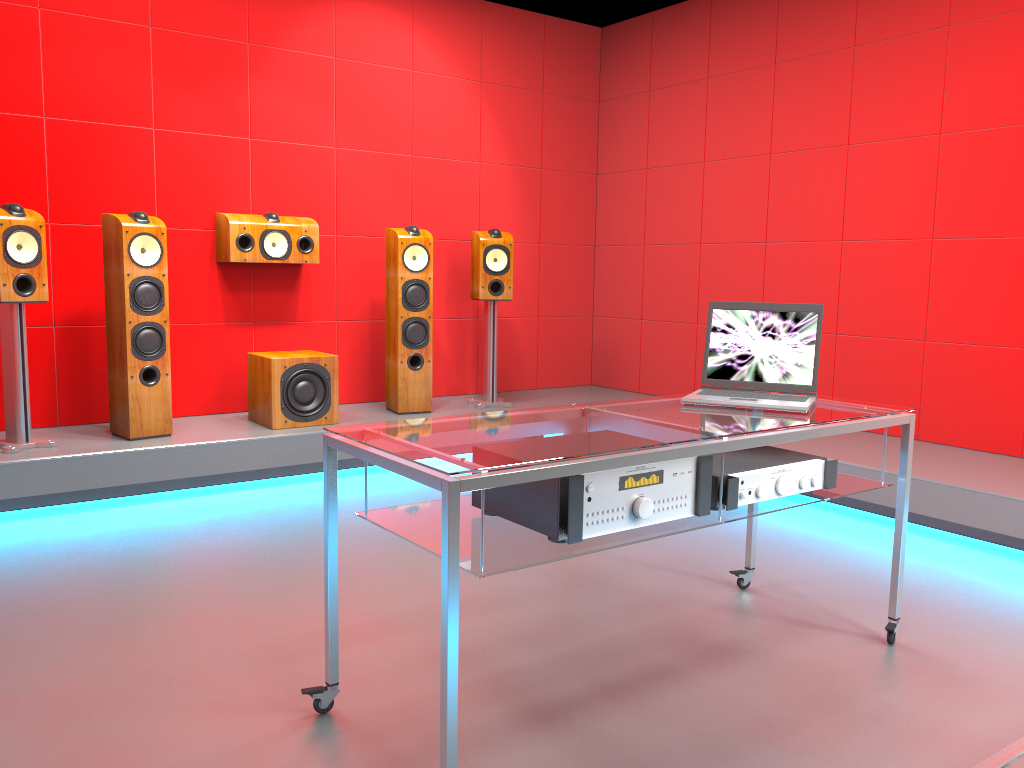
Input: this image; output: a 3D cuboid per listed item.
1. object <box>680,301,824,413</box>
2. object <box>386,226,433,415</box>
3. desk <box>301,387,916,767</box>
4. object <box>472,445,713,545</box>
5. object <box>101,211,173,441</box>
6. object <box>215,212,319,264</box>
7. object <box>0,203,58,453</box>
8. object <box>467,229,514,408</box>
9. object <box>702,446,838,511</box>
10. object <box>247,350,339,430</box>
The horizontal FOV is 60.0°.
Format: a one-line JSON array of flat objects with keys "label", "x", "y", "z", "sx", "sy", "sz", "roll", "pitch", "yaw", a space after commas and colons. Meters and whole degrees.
[{"label": "object", "x": 0.698, "y": -0.088, "z": 2.554, "sx": 0.342, "sy": 0.285, "sz": 0.340, "roll": 4, "pitch": 8, "yaw": 24}, {"label": "object", "x": -0.585, "y": -0.365, "z": 5.043, "sx": 0.203, "sy": 1.052, "sz": 0.238, "roll": -2, "pitch": 8, "yaw": -26}, {"label": "desk", "x": 0.326, "y": 0.429, "z": 2.302, "sx": 1.617, "sy": 0.690, "sz": 0.594, "roll": -4, "pitch": 9, "yaw": -36}, {"label": "object", "x": 0.187, "y": 0.237, "z": 2.093, "sx": 0.431, "sy": 0.158, "sz": 0.371, "roll": -4, "pitch": 9, "yaw": -36}, {"label": "object", "x": -1.759, "y": -0.276, "z": 4.170, "sx": 0.238, "sy": 1.052, "sz": 0.203, "roll": 8, "pitch": 10, "yaw": 44}, {"label": "object", "x": -1.324, "y": -0.793, "z": 4.817, "sx": 0.493, "sy": 0.271, "sz": 0.235, "roll": -4, "pitch": 9, "yaw": -36}, {"label": "object", "x": -2.178, "y": -0.249, "z": 3.869, "sx": 0.265, "sy": 1.058, "sz": 0.231, "roll": 6, "pitch": 9, "yaw": 34}, {"label": "object", "x": -0.127, "y": -0.398, "z": 5.345, "sx": 0.231, "sy": 1.058, "sz": 0.265, "roll": -1, "pitch": 7, "yaw": -16}, {"label": "object", "x": 0.584, "y": 0.240, "z": 2.387, "sx": 0.435, "sy": 0.092, "sz": 0.365, "roll": -4, "pitch": 9, "yaw": -36}, {"label": "object", "x": -1.148, "y": 0.022, "z": 4.654, "sx": 0.360, "sy": 0.360, "sz": 0.360, "roll": -4, "pitch": 9, "yaw": -36}]
